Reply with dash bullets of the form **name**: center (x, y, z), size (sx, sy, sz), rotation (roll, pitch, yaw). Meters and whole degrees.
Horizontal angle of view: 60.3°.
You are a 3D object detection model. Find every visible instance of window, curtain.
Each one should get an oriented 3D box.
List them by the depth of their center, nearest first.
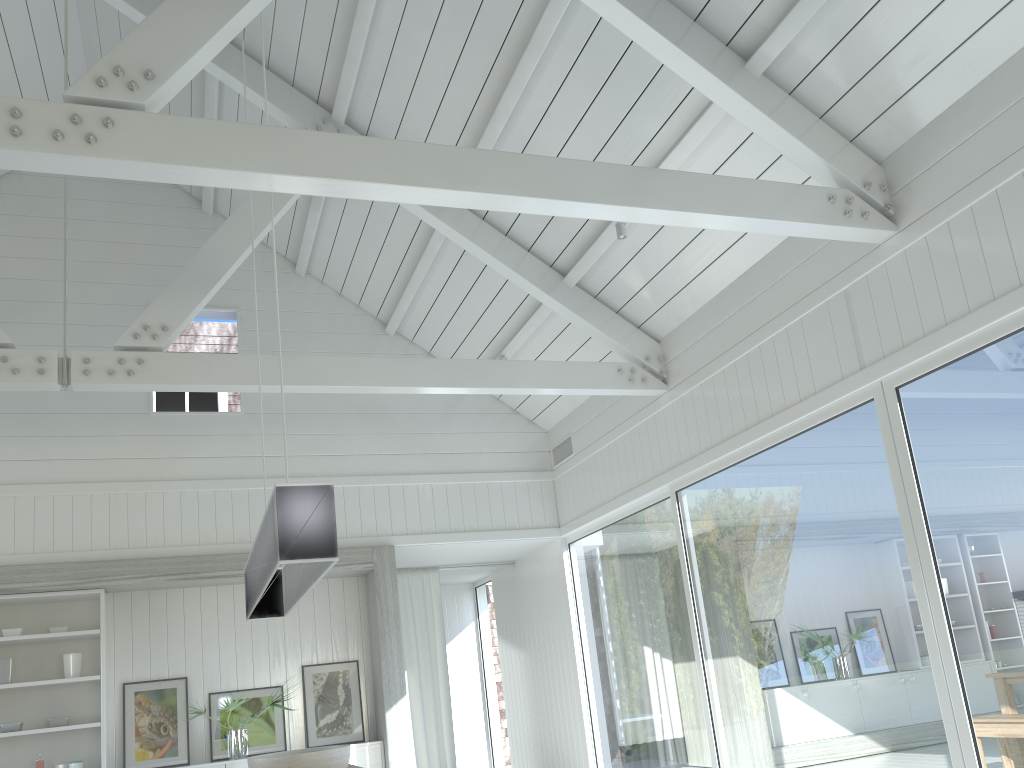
- **window**: center (2.449, 0.741, 3.300), size (0.080, 2.361, 11.226), rotation (-2, -19, -21)
- **curtain**: center (-1.106, 3.046, 8.945), size (1.005, 2.313, 0.119), rotation (-1, -14, -21)
- **window**: center (-0.202, 3.539, 10.624), size (0.037, 2.369, 0.970), rotation (-2, -15, -21)

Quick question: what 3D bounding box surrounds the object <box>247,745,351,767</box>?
- **object**: center (-0.811, 1.508, 3.388), size (0.390, 0.181, 0.399), rotation (4, -20, -29)

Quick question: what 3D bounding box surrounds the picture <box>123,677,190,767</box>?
- **picture**: center (-2.896, 2.768, 7.177), size (0.494, 0.687, 0.067), rotation (-1, -15, -21)

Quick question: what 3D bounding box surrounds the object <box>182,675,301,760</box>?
- **object**: center (-2.170, 2.709, 7.144), size (0.971, 0.614, 0.638), rotation (1, -18, -23)

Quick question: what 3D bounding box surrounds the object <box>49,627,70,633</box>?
- **object**: center (-3.665, 2.011, 7.144), size (0.141, 0.064, 0.145), rotation (0, -19, -20)

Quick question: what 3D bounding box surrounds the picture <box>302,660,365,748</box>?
- **picture**: center (-1.556, 2.784, 7.679), size (0.494, 0.687, 0.067), rotation (-1, -15, -21)

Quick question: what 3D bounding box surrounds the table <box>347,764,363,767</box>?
- **table**: center (-0.880, 2.104, 3.675), size (0.905, 0.744, 3.029), rotation (0, -19, -20)

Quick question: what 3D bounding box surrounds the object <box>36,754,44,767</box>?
- **object**: center (-3.614, 2.932, 6.751), size (0.054, 0.191, 0.056), rotation (-1, -15, -22)

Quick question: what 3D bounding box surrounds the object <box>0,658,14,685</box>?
- **object**: center (-3.922, 2.232, 6.824), size (0.102, 0.192, 0.105), rotation (-1, -16, -21)

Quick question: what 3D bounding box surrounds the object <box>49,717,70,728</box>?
- **object**: center (-3.586, 2.685, 6.984), size (0.141, 0.064, 0.145), rotation (0, -19, -20)

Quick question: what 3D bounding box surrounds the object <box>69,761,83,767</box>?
- **object**: center (-3.365, 2.964, 6.802), size (0.085, 0.109, 0.087), rotation (-10, -16, 13)

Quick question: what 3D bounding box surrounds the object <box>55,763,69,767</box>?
- **object**: center (-3.475, 2.995, 6.829), size (0.092, 0.093, 0.092), rotation (-10, -16, 12)

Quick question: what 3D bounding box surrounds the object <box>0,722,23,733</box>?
- **object**: center (-3.828, 2.632, 6.747), size (0.141, 0.064, 0.145), rotation (0, -19, -20)

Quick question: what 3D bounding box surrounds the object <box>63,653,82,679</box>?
- **object**: center (-3.483, 2.237, 6.988), size (0.103, 0.192, 0.104), rotation (-13, -16, 23)

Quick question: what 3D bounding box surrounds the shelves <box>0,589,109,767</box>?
- **shelves**: center (-3.723, 2.419, 7.008), size (0.938, 1.408, 0.621), rotation (-1, -15, -21)

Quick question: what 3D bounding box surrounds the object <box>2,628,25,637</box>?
- **object**: center (-3.907, 1.958, 6.907), size (0.141, 0.064, 0.145), rotation (0, -19, -20)

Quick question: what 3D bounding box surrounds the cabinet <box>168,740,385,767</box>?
- **cabinet**: center (-2.644, 3.366, 7.122), size (3.180, 0.538, 0.671), rotation (1, -18, -20)

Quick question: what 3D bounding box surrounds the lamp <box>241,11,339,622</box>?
- **lamp**: center (-1.248, -1.059, 4.364), size (0.200, 4.140, 1.956), rotation (-2, -15, -21)

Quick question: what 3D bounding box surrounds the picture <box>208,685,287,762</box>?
- **picture**: center (-2.223, 2.851, 7.420), size (0.609, 0.540, 0.055), rotation (0, -15, -21)
